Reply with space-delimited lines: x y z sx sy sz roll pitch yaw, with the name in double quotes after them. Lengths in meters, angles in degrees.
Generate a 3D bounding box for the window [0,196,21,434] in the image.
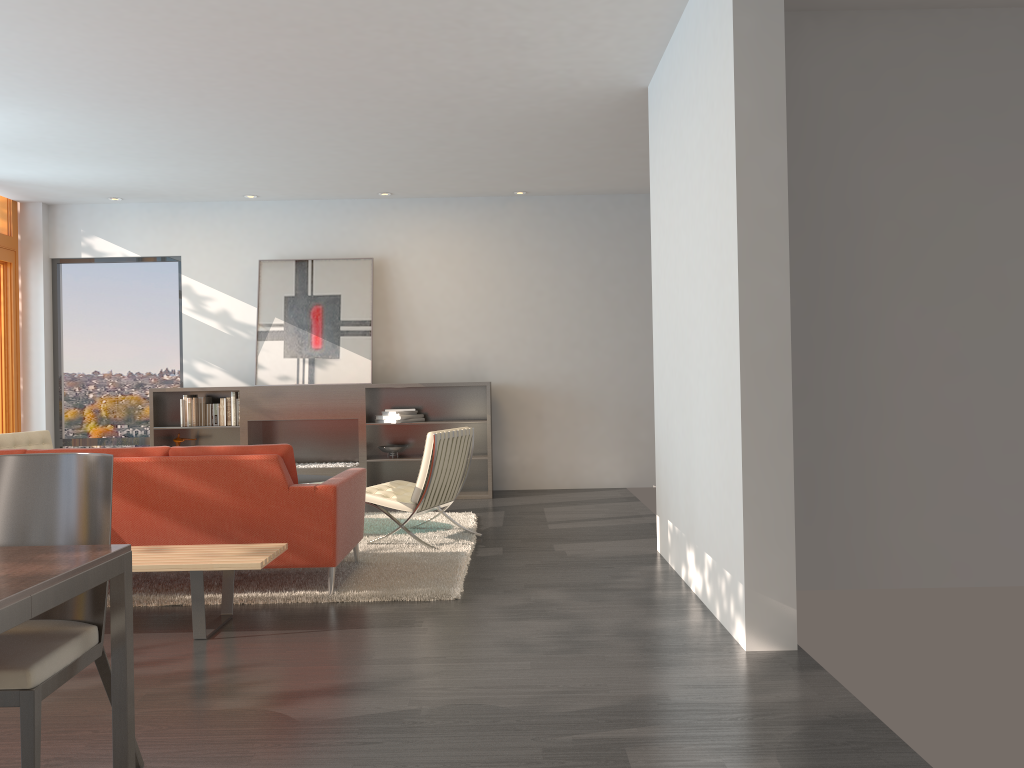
-5.264 -0.436 8.729 0.211 3.346 1.156 -1 0 0 "window"

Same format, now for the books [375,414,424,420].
-1.140 0.334 9.016 0.314 0.038 0.398 -1 0 29 "books"

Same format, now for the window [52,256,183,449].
-4.229 -0.456 9.563 1.410 3.340 0.065 -1 0 0 "window"

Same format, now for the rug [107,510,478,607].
-2.182 1.181 6.236 3.772 0.043 2.984 -1 0 0 "rug"

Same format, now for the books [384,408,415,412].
-1.142 0.265 9.016 0.300 0.020 0.210 -1 0 -10 "books"

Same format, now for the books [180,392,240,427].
-3.007 0.250 8.993 0.592 0.339 0.324 -1 0 0 "books"

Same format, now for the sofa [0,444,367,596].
-2.220 0.764 5.144 2.597 0.852 1.038 -1 0 0 "sofa"

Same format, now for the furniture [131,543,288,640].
-2.148 1.013 4.295 2.005 0.357 0.492 -1 0 0 "furniture"

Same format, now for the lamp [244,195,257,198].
-2.727 -1.955 9.254 0.129 0.010 0.129 -1 0 45 "lamp"

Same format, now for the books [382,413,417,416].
-1.141 0.305 9.016 0.210 0.020 0.300 -1 0 29 "books"

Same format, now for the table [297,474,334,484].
-2.292 0.957 6.605 1.999 0.464 0.947 -1 0 1 "table"

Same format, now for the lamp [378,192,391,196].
-1.329 -1.982 9.259 0.129 0.010 0.129 -1 0 45 "lamp"

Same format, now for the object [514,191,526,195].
0.084 -2.009 9.326 0.129 0.010 0.129 -1 0 45 "object"

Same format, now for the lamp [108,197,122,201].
-4.140 -1.928 9.249 0.129 0.010 0.129 -1 0 45 "lamp"

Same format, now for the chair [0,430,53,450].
-3.678 0.790 7.033 0.707 0.817 0.700 -1 0 10 "chair"

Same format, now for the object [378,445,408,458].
-1.211 0.692 9.012 0.309 0.117 0.309 -1 0 34 "object"

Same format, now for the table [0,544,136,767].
-2.173 0.871 1.992 2.151 0.765 1.171 -1 0 0 "table"

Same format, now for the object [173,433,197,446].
-3.379 0.648 9.043 0.245 0.290 0.201 -1 0 20 "object"

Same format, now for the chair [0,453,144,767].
-1.421 0.701 2.482 0.548 0.968 0.614 -1 0 0 "chair"

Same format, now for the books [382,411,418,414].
-1.141 0.285 9.016 0.210 0.020 0.300 -1 0 40 "books"

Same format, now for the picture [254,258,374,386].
-2.056 -0.653 9.247 1.208 1.338 0.269 -1 0 0 "picture"

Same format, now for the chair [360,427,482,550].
-0.680 0.735 6.418 0.707 0.817 0.700 -1 0 20 "chair"

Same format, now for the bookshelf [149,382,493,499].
-1.901 0.590 9.091 3.387 1.163 0.570 -1 0 0 "bookshelf"

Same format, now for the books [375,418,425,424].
-1.140 0.371 9.015 0.314 0.038 0.398 -1 0 39 "books"
